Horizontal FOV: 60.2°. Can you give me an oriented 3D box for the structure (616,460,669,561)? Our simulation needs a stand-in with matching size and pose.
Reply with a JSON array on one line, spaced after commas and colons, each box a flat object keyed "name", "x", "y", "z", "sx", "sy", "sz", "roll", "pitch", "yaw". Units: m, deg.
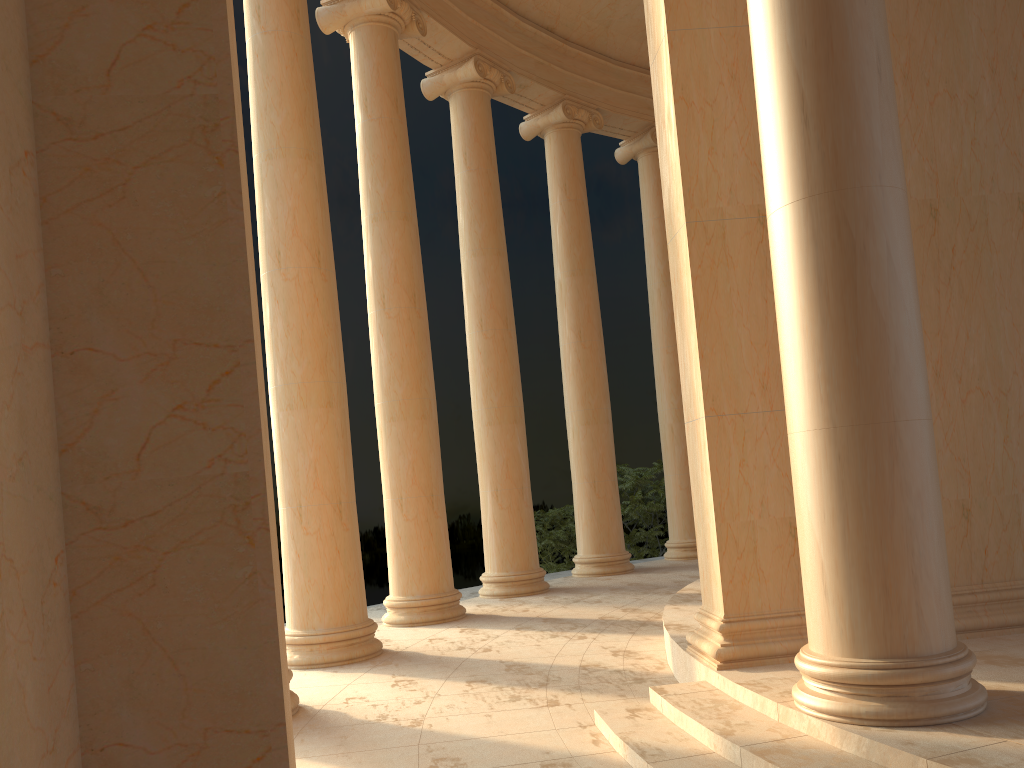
[{"name": "structure", "x": 255.910, "y": 284.883, "z": 1607.070, "sx": 247.095, "sy": 298.545, "sz": 238.622, "roll": -5, "pitch": -4, "yaw": -2}]

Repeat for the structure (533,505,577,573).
[{"name": "structure", "x": 68.378, "y": 304.721, "z": 1522.001, "sx": 149.401, "sy": 187.732, "sz": 156.089, "roll": -6, "pitch": -4, "yaw": 8}]
